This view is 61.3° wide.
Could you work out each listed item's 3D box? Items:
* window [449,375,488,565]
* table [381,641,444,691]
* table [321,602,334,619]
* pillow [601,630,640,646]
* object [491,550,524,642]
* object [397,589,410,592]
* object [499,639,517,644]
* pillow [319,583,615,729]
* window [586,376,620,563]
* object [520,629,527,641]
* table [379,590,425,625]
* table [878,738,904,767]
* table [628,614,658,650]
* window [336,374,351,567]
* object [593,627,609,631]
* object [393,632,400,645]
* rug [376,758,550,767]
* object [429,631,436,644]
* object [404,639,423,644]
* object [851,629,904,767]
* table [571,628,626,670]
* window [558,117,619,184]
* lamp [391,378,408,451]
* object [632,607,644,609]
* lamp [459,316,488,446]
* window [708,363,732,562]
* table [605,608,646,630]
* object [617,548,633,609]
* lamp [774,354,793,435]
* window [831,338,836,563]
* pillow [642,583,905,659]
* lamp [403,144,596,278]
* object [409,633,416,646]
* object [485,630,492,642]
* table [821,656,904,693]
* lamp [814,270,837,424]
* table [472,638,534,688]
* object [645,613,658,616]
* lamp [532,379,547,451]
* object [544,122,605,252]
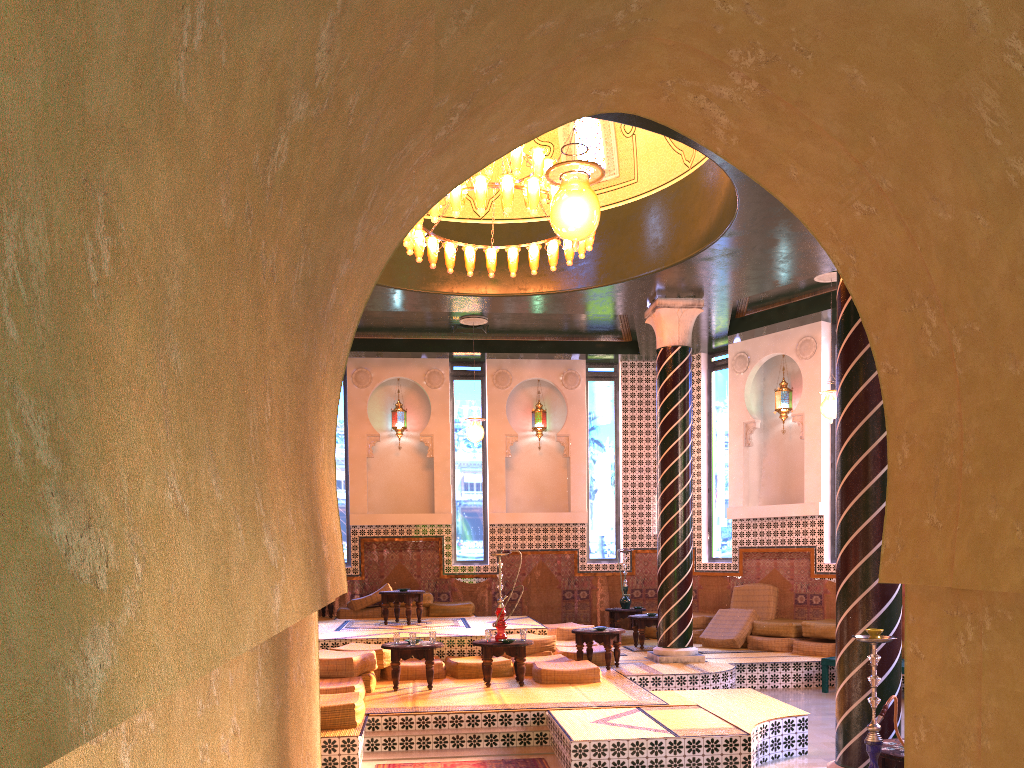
[{"bbox_3d":[-0.916,1.831,18.245,0.774,4.032,0.090,-1,2,-6],"label":"window"},{"bbox_3d":[-1.332,3.789,11.600,0.838,0.591,0.850,1,-7,-15],"label":"table"},{"bbox_3d":[-3.920,4.397,17.278,0.839,0.591,0.849,-2,-7,12],"label":"table"},{"bbox_3d":[1.982,4.990,16.995,0.978,0.278,0.959,6,-12,-35],"label":"pillow"},{"bbox_3d":[-0.078,2.876,11.738,0.463,1.263,0.298,-1,2,10],"label":"object"},{"bbox_3d":[-1.966,3.736,15.643,0.250,0.045,0.254,-2,-11,9],"label":"object"},{"bbox_3d":[-0.058,3.444,11.547,0.252,0.045,0.252,-9,-13,38],"label":"object"},{"bbox_3d":[-3.242,3.813,13.013,10.029,1.268,10.084,0,-11,-5],"label":"pillow"},{"bbox_3d":[1.926,1.850,18.540,0.774,4.032,0.090,-1,2,-6],"label":"window"},{"bbox_3d":[0.154,3.427,11.776,0.092,0.164,0.092,0,-1,-29],"label":"object"},{"bbox_3d":[-1.986,4.058,15.658,0.838,0.591,0.849,-1,-7,6],"label":"table"},{"bbox_3d":[3.425,3.324,7.169,0.842,0.591,0.846,5,-9,-41],"label":"table"},{"bbox_3d":[2.560,4.578,15.932,0.842,0.591,0.846,5,-9,-41],"label":"table"},{"bbox_3d":[-3.759,1.812,17.951,0.774,4.032,0.090,-1,2,-6],"label":"window"},{"bbox_3d":[1.365,3.759,13.253,0.251,0.045,0.254,3,-11,-21],"label":"object"},{"bbox_3d":[-1.544,3.410,11.570,0.092,0.164,0.092,-1,-1,41],"label":"object"},{"bbox_3d":[-0.492,3.894,8.700,1.777,0.009,0.822,0,-11,-6],"label":"rug"},{"bbox_3d":[-1.066,3.413,11.619,0.092,0.164,0.092,0,-1,-29],"label":"object"},{"bbox_3d":[-1.331,3.485,11.673,0.252,0.045,0.253,-9,-13,38],"label":"object"},{"bbox_3d":[2.805,2.396,6.267,0.835,1.273,0.353,0,1,-35],"label":"object"},{"bbox_3d":[1.340,4.099,13.355,0.842,0.591,0.846,-4,-7,29],"label":"table"},{"bbox_3d":[-0.113,-4.028,10.722,5.773,1.165,5.558,-7,-12,29],"label":"window"},{"bbox_3d":[-2.365,0.611,18.082,0.324,1.577,0.358,0,2,27],"label":"lamp"},{"bbox_3d":[2.587,4.596,17.709,0.250,0.045,0.254,-2,-11,9],"label":"object"},{"bbox_3d":[-0.688,-0.017,15.873,0.518,2.337,0.516,-1,2,-17],"label":"lamp"},{"bbox_3d":[4.283,1.617,17.489,0.090,4.032,0.771,-3,3,-36],"label":"window"},{"bbox_3d":[2.349,4.947,17.861,0.838,0.591,0.850,-1,-7,3],"label":"table"},{"bbox_3d":[2.303,4.011,17.789,0.300,1.264,0.461,0,1,30],"label":"object"},{"bbox_3d":[5.133,0.173,16.315,0.359,1.577,0.323,-2,2,-33],"label":"lamp"},{"bbox_3d":[5.961,1.151,15.176,0.090,4.032,0.771,-3,3,-36],"label":"window"},{"bbox_3d":[4.452,4.306,15.960,1.408,1.196,5.816,3,-11,-36],"label":"pillow"},{"bbox_3d":[-0.192,-3.995,10.586,2.470,4.641,2.472,-1,-1,2],"label":"lamp"},{"bbox_3d":[-1.309,3.373,11.394,0.092,0.164,0.092,0,-1,-29],"label":"object"},{"bbox_3d":[-0.323,3.424,11.727,0.092,0.164,0.092,-1,-1,-4],"label":"object"},{"bbox_3d":[5.756,4.471,12.922,0.855,0.615,2.021,4,-11,-36],"label":"table"},{"bbox_3d":[5.005,-0.540,13.536,0.518,2.337,0.516,-1,2,-17],"label":"lamp"},{"bbox_3d":[-0.120,3.807,11.781,0.842,0.591,0.846,5,-9,-41],"label":"table"},{"bbox_3d":[2.566,4.241,15.862,0.250,0.045,0.254,-2,-11,9],"label":"object"},{"bbox_3d":[0.580,0.635,18.408,0.360,1.577,0.322,0,2,27],"label":"lamp"},{"bbox_3d":[0.392,-2.018,5.525,0.518,2.337,0.516,-1,2,-17],"label":"object"}]
